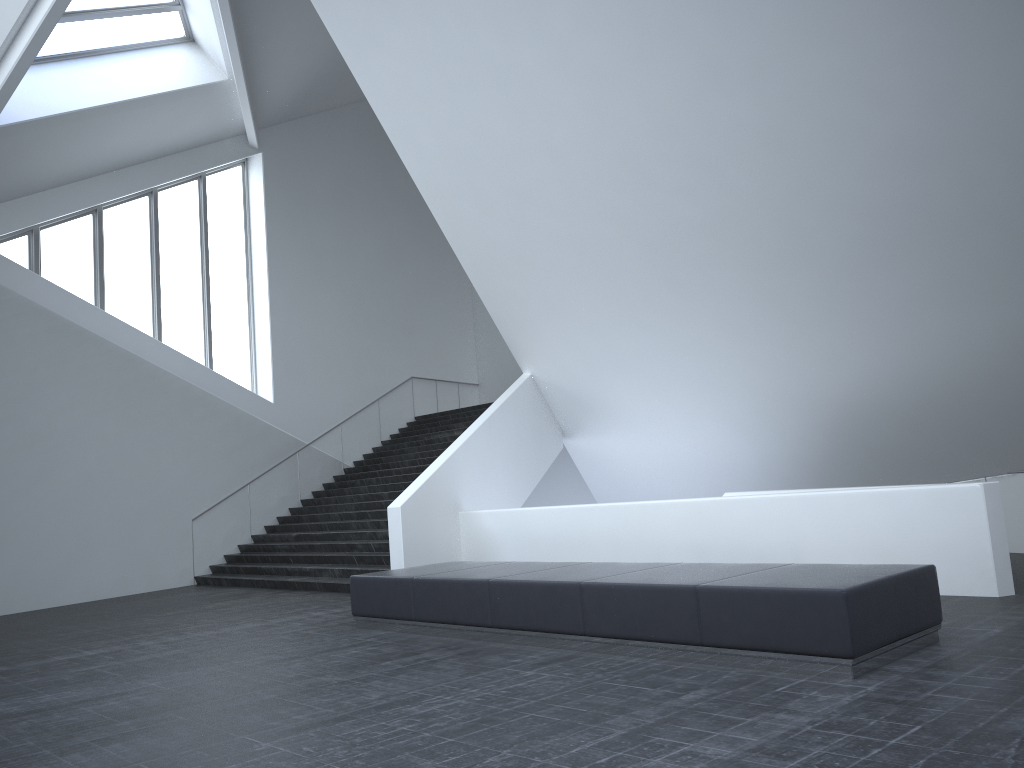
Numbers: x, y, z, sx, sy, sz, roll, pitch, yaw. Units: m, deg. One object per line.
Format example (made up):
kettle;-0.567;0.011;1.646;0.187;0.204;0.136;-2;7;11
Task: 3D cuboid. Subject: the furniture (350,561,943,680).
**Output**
furniture;0.730;2.026;8.224;1.488;0.580;5.742;2;-9;-44
